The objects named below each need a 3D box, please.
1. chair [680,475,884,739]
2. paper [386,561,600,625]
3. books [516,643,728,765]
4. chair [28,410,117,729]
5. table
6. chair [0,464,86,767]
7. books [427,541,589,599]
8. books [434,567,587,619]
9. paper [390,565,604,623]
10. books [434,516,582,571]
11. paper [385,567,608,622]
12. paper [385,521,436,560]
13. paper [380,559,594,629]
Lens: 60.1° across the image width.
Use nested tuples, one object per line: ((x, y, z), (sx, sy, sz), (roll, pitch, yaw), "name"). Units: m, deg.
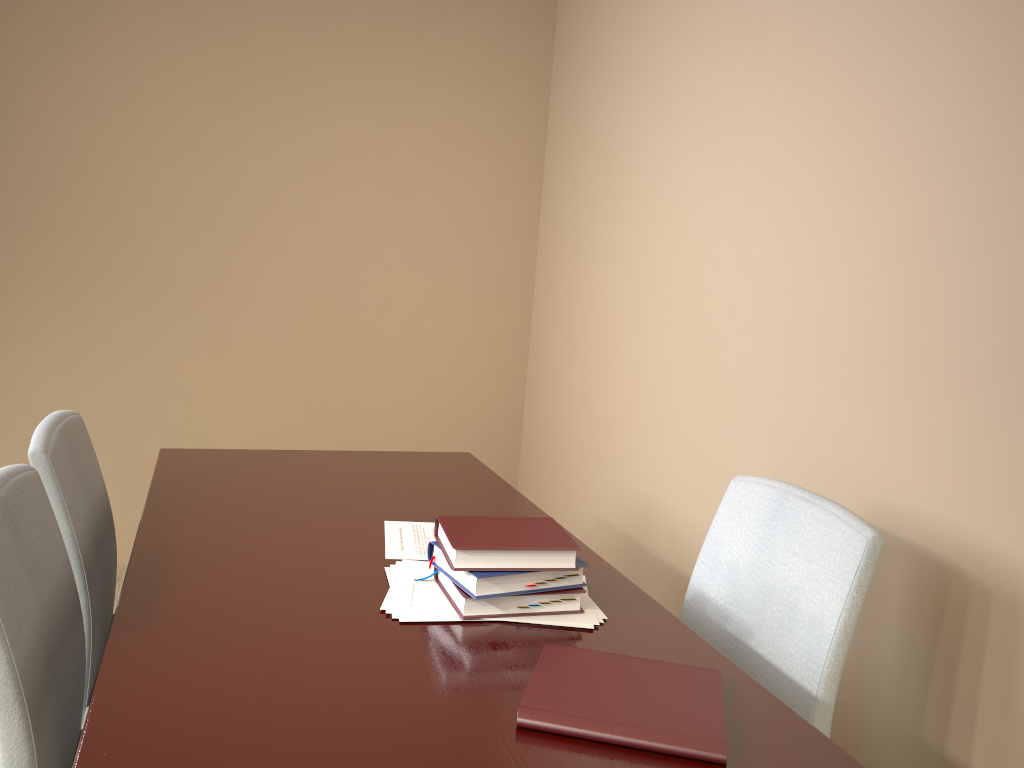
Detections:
((0.231, 0.579, 1.416), (0.505, 0.824, 0.402), (3, 4, -19), "chair")
((-0.032, 0.303, 1.297), (0.290, 0.001, 0.211), (4, 7, -4), "paper")
((0.127, 0.351, 0.988), (0.215, 0.017, 0.194), (6, 7, 11), "books")
((-0.621, 0.479, 1.655), (0.505, 0.824, 0.402), (3, 4, -19), "chair")
((-0.212, 0.626, 1.362), (0.750, 0.677, 1.771), (3, 7, -19), "table")
((-0.476, 0.545, 1.224), (0.505, 0.824, 0.402), (3, 4, -19), "chair")
((-0.008, 0.258, 1.282), (0.182, 0.032, 0.166), (1, 8, -29), "books")
((-0.007, 0.290, 1.286), (0.182, 0.032, 0.166), (2, 7, -19), "books")
((-0.032, 0.305, 1.297), (0.290, 0.001, 0.212), (4, 7, -9), "paper")
((-0.011, 0.227, 1.278), (0.182, 0.032, 0.166), (3, 7, -14), "books")
((-0.032, 0.304, 1.297), (0.290, 0.001, 0.212), (3, 7, -14), "paper")
((-0.075, 0.274, 1.538), (0.290, 0.001, 0.212), (4, 7, -9), "paper")
((-0.032, 0.304, 1.297), (0.290, 0.001, 0.211), (5, 7, 1), "paper")
